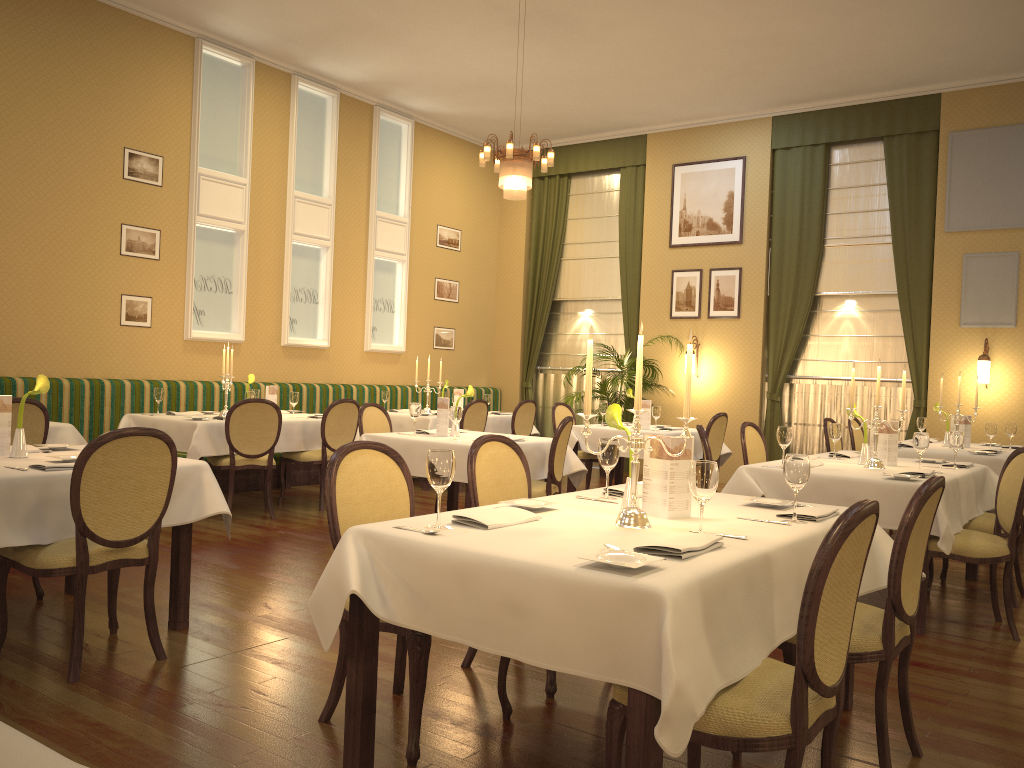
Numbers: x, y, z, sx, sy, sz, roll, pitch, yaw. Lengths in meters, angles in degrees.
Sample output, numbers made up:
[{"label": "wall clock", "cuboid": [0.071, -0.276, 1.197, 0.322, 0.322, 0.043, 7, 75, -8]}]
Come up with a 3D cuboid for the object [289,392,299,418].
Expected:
[{"label": "object", "cuboid": [-1.922, 0.186, 7.810, 0.088, 0.229, 0.088, 2, 1, -6]}]

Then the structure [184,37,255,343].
[{"label": "structure", "cuboid": [-3.000, -1.924, 9.051, 0.200, 2.985, 0.687, 3, 1, 36]}]

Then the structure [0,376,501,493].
[{"label": "structure", "cuboid": [-4.245, 0.460, 6.784, 0.850, 1.031, 14.516, 3, 1, 36]}]

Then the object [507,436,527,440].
[{"label": "object", "cuboid": [0.041, 0.389, 6.337, 0.181, 0.015, 0.038, 3, 1, 37]}]

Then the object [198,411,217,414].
[{"label": "object", "cuboid": [-2.689, 0.257, 7.872, 0.160, 0.024, 0.160, 3, 1, 36]}]

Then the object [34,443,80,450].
[{"label": "object", "cuboid": [-2.224, 0.311, 4.340, 0.160, 0.024, 0.160, 3, 1, 36]}]

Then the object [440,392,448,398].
[{"label": "object", "cuboid": [-0.801, 0.206, 10.411, 0.088, 0.229, 0.088, 2, 1, -6]}]

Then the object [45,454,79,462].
[{"label": "object", "cuboid": [-1.916, 0.329, 3.862, 0.160, 0.024, 0.160, 3, 1, 36]}]

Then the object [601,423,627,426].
[{"label": "object", "cuboid": [1.007, 0.398, 8.753, 0.142, 0.033, 0.273, 3, 1, 36]}]

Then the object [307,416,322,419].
[{"label": "object", "cuboid": [-1.693, 0.298, 7.992, 0.142, 0.024, 0.273, 3, 1, 36]}]

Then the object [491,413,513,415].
[{"label": "object", "cuboid": [-0.111, 0.341, 10.178, 0.142, 0.024, 0.273, 3, 1, 36]}]

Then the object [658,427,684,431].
[{"label": "object", "cuboid": [1.514, 0.426, 8.417, 0.142, 0.024, 0.273, 3, 1, 36]}]

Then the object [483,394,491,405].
[{"label": "object", "cuboid": [-0.280, 0.232, 9.948, 0.088, 0.229, 0.088, 2, 1, -6]}]

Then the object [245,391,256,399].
[{"label": "object", "cuboid": [-2.194, 0.178, 7.419, 0.088, 0.229, 0.088, 2, 1, -6]}]

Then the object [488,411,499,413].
[{"label": "object", "cuboid": [-0.202, 0.334, 10.374, 0.160, 0.024, 0.160, 3, 1, 36]}]

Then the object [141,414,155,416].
[{"label": "object", "cuboid": [-3.022, 0.252, 7.365, 0.181, 0.015, 0.038, 3, 1, 37]}]

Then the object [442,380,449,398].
[{"label": "object", "cuboid": [-0.768, 0.138, 10.047, 0.076, 0.375, 0.163, 3, 1, 23]}]

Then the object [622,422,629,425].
[{"label": "object", "cuboid": [1.140, 0.404, 8.989, 0.160, 0.024, 0.160, 3, 1, 36]}]

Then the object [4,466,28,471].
[{"label": "object", "cuboid": [-1.990, 0.335, 3.551, 0.185, 0.010, 0.017, 3, 1, 36]}]

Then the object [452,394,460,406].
[{"label": "object", "cuboid": [-0.612, 0.222, 9.606, 0.088, 0.229, 0.088, 2, 1, -6]}]

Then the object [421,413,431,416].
[{"label": "object", "cuboid": [-0.901, 0.317, 9.184, 0.160, 0.024, 0.160, 3, 1, 36]}]

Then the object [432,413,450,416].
[{"label": "object", "cuboid": [-0.709, 0.320, 9.440, 0.142, 0.033, 0.273, 3, 1, 36]}]

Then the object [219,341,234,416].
[{"label": "object", "cuboid": [-2.452, -0.044, 7.627, 0.131, 0.655, 0.390, 2, 1, -40]}]

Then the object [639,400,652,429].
[{"label": "object", "cuboid": [1.223, 0.288, 8.396, 0.166, 0.277, 0.081, 3, 1, 42]}]

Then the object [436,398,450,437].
[{"label": "object", "cuboid": [-0.499, 0.237, 6.362, 0.081, 0.277, 0.166, 2, 1, -8]}]

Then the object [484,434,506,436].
[{"label": "object", "cuboid": [-0.134, 0.378, 6.325, 0.160, 0.024, 0.160, 3, 1, 36]}]

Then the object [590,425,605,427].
[{"label": "object", "cuboid": [0.834, 0.402, 8.521, 0.185, 0.010, 0.017, 3, 1, 37]}]

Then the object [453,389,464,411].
[{"label": "object", "cuboid": [-0.631, 0.195, 10.036, 0.081, 0.277, 0.166, 2, 1, -38]}]

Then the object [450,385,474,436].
[{"label": "object", "cuboid": [-0.363, 0.191, 6.400, 0.163, 0.375, 0.076, 2, 1, 13]}]

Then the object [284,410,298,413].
[{"label": "object", "cuboid": [-2.125, 0.272, 8.621, 0.160, 0.024, 0.160, 3, 1, 36]}]

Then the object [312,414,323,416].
[{"label": "object", "cuboid": [-1.784, 0.291, 8.188, 0.160, 0.024, 0.160, 3, 1, 36]}]

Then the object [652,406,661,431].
[{"label": "object", "cuboid": [1.319, 0.317, 8.114, 0.088, 0.229, 0.088, 2, 1, -6]}]

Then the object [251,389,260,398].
[{"label": "object", "cuboid": [-2.383, 0.162, 8.224, 0.088, 0.229, 0.088, 2, 1, -12]}]

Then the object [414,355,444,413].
[{"label": "object", "cuboid": [-0.923, -0.002, 9.754, 0.390, 0.655, 0.131, 3, 1, 42]}]

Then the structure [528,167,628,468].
[{"label": "structure", "cuboid": [1.014, -1.124, 12.204, 1.942, 4.511, 0.123, 3, 1, 36]}]

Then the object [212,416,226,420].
[{"label": "object", "cuboid": [-2.291, 0.277, 7.253, 0.142, 0.033, 0.273, 3, 1, 36]}]

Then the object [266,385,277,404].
[{"label": "object", "cuboid": [-2.143, 0.153, 7.925, 0.081, 0.277, 0.166, 2, 1, -3]}]

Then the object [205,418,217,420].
[{"label": "object", "cuboid": [-2.431, 0.278, 7.152, 0.181, 0.015, 0.038, 3, 1, 37]}]

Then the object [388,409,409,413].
[{"label": "object", "cuboid": [-1.214, 0.296, 9.764, 0.142, 0.033, 0.273, 3, 1, 36]}]

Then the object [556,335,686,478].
[{"label": "object", "cuboid": [1.350, 0.265, 10.952, 1.496, 1.807, 1.552, 3, 1, 17]}]

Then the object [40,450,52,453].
[{"label": "object", "cuboid": [-2.247, 0.315, 4.230, 0.181, 0.015, 0.038, 3, 1, 37]}]

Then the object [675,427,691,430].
[{"label": "object", "cuboid": [1.664, 0.434, 8.580, 0.181, 0.015, 0.038, 3, 1, 37]}]

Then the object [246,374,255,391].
[{"label": "object", "cuboid": [-2.318, 0.096, 7.793, 0.076, 0.375, 0.163, 2, 1, -32]}]

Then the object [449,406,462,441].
[{"label": "object", "cuboid": [-0.384, 0.267, 6.031, 0.088, 0.229, 0.088, 2, 1, -12]}]

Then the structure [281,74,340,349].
[{"label": "structure", "cuboid": [-2.299, -1.905, 10.020, 0.200, 2.985, 0.661, 3, 1, 36]}]

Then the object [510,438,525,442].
[{"label": "object", "cuboid": [-0.043, 0.385, 6.129, 0.142, 0.024, 0.273, 3, 1, 36]}]

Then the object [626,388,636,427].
[{"label": "object", "cuboid": [1.177, 0.233, 8.611, 0.076, 0.375, 0.163, 2, 1, -32]}]

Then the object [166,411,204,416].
[{"label": "object", "cuboid": [-2.796, 0.252, 7.577, 0.142, 0.033, 0.273, 3, 1, 36]}]

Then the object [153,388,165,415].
[{"label": "object", "cuboid": [-2.962, 0.146, 7.433, 0.088, 0.229, 0.088, 2, 1, -6]}]

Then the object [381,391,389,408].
[{"label": "object", "cuboid": [-1.380, 0.190, 9.619, 0.088, 0.229, 0.088, 2, 1, -6]}]

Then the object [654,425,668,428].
[{"label": "object", "cuboid": [1.463, 0.420, 8.737, 0.160, 0.024, 0.160, 3, 1, 36]}]

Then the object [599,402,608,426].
[{"label": "object", "cuboid": [0.881, 0.294, 8.592, 0.088, 0.229, 0.088, 2, 1, -6]}]

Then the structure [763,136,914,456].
[{"label": "structure", "cuboid": [3.845, -0.986, 10.146, 1.900, 4.511, 0.134, 3, 1, 36]}]

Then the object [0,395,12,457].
[{"label": "object", "cuboid": [-2.281, 0.188, 3.899, 0.081, 0.277, 0.166, 2, 1, -8]}]

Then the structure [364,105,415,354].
[{"label": "structure", "cuboid": [-1.555, -1.885, 11.048, 0.200, 2.985, 0.670, 3, 1, 36]}]

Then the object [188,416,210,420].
[{"label": "object", "cuboid": [-2.483, 0.274, 6.997, 0.160, 0.024, 0.160, 3, 1, 36]}]

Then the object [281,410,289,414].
[{"label": "object", "cuboid": [-2.258, 0.267, 8.385, 0.142, 0.033, 0.273, 3, 1, 36]}]
